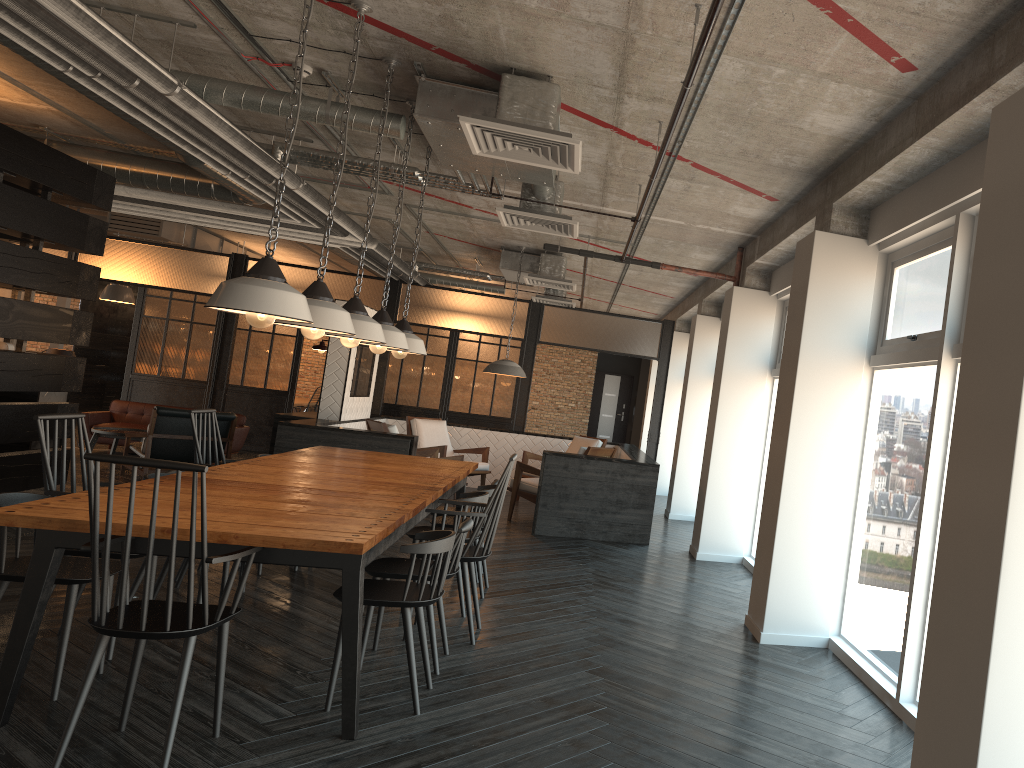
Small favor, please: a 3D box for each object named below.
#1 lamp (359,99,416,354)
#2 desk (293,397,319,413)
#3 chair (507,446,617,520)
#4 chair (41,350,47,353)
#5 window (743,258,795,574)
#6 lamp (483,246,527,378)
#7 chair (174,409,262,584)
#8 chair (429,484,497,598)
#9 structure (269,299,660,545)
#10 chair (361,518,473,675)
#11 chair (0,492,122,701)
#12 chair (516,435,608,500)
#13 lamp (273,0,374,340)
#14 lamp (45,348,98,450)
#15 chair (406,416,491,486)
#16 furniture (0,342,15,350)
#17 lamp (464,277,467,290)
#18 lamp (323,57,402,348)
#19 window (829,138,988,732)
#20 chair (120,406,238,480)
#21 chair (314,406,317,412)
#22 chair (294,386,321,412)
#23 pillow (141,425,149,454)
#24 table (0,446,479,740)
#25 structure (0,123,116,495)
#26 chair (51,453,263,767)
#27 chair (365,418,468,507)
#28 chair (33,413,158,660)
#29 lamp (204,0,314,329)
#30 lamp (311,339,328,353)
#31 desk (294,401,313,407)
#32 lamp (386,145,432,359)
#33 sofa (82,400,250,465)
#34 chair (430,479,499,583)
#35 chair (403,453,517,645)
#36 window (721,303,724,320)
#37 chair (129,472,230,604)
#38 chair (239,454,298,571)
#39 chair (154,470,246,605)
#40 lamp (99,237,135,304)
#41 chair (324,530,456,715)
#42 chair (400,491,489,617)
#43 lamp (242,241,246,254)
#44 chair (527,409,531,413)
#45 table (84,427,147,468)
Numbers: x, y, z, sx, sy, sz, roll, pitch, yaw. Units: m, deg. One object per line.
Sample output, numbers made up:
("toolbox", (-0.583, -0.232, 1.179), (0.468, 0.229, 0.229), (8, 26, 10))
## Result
("lamp", (-0.713, -1.045, 5.176), (0.347, 1.739, 0.385), (7, -2, 14))
("desk", (-3.848, 0.646, 15.098), (0.836, 0.721, 1.586), (8, -1, 0))
("chair", (0.559, 1.084, 9.138), (0.828, 0.908, 0.810), (7, -2, 30))
("chair", (-8.245, -0.101, 14.122), (0.739, 1.064, 0.661), (8, -2, -5))
("window", (2.414, 0.317, 7.038), (0.253, 2.877, 2.408), (8, -1, 4))
("lamp", (0.022, -0.873, 9.925), (0.514, 1.546, 0.505), (8, -2, 3))
("chair", (-1.762, 0.696, 5.215), (0.518, 1.034, 0.437), (8, -2, -6))
("chair", (-0.330, 1.033, 5.642), (0.471, 0.738, 0.356), (8, -2, -6))
("structure", (-0.366, 0.359, 9.849), (4.194, 2.117, 3.531), (8, -1, -6))
("chair", (-0.484, 1.009, 4.111), (0.491, 0.726, 0.356), (8, -2, -7))
("chair", (-1.846, 0.823, 3.304), (0.471, 0.738, 0.356), (8, -2, -6))
("chair", (0.653, 1.106, 10.745), (1.088, 0.907, 0.611), (9, -2, -44))
("lamp", (-0.807, -1.065, 3.882), (0.404, 1.739, 0.328), (9, -2, -17))
("lamp", (-5.405, 0.184, 10.275), (0.970, 1.180, 0.468), (9, -2, -44))
("chair", (-0.843, 0.910, 10.321), (0.814, 0.908, 0.821), (7, -2, 35))
("furniture", (-4.971, 0.173, 6.146), (1.999, 1.261, 0.554), (8, -2, -11))
("lamp", (-0.680, -1.281, 14.937), (0.308, 0.858, 3.301), (8, 0, 4))
("lamp", (-0.760, -1.055, 4.529), (0.362, 1.739, 0.370), (8, -2, 7))
("window", (2.218, 0.275, 4.329), (0.253, 2.877, 2.408), (8, -1, 4))
("chair", (-3.461, 0.618, 8.636), (0.870, 0.796, 0.864), (9, -1, -40))
("chair", (-3.383, 0.533, 15.224), (0.739, 1.064, 0.661), (8, -2, -5))
("chair", (-3.499, 0.508, 13.619), (0.739, 1.064, 0.661), (8, -2, -5))
("pillow", (-3.351, 0.578, 8.500), (0.786, 0.334, 0.216), (8, -1, -40))
("table", (-1.046, 0.907, 4.606), (1.234, 0.792, 3.625), (7, 0, 2))
("structure", (-6.897, -0.842, 3.661), (6.467, 2.744, 5.222), (7, -1, -6))
("chair", (-1.201, 0.754, 2.863), (0.471, 1.034, 0.482), (8, -2, 1))
("chair", (-1.046, 0.875, 8.807), (1.087, 0.907, 0.612), (8, -2, -35))
("chair", (-1.866, 0.674, 3.776), (0.518, 1.034, 0.437), (8, -2, -6))
("lamp", (-0.853, -1.075, 3.234), (0.314, 1.739, 0.417), (6, -3, 37))
("lamp", (-2.068, -0.419, 9.129), (0.264, 0.171, 0.165), (8, -1, -38))
("desk", (-3.963, 0.622, 13.512), (0.836, 0.721, 1.586), (8, -1, 0))
("lamp", (-0.667, -1.035, 5.822), (0.347, 1.739, 0.385), (7, -2, 14))
("sofa", (-4.294, 0.602, 10.376), (1.722, 0.638, 0.632), (8, -1, -11))
("chair", (-0.373, 1.036, 6.059), (0.491, 0.726, 0.356), (8, -2, -7))
("chair", (-0.301, 0.881, 4.647), (0.518, 1.034, 0.437), (8, -2, -6))
("window", (2.609, 0.359, 9.748), (0.253, 2.877, 2.408), (8, -1, 4))
("chair", (-1.684, 0.850, 4.299), (0.471, 0.738, 0.356), (8, -2, -6))
("chair", (-1.558, 0.875, 5.743), (0.471, 0.738, 0.356), (8, -2, -6))
("chair", (-1.732, 0.852, 4.762), (0.491, 0.726, 0.356), (8, -2, -7))
("lamp", (-5.996, -2.018, 12.885), (0.514, 1.504, 0.375), (10, -3, -42))
("chair", (-0.529, 0.994, 3.603), (0.471, 0.738, 0.356), (8, -2, -6))
("chair", (-0.424, 1.017, 5.136), (0.471, 0.738, 0.356), (8, -2, -6))
("lamp", (-4.000, -1.714, 14.184), (0.308, 0.858, 3.301), (8, 0, 4))
("chair", (-0.062, 0.966, 15.977), (0.739, 1.064, 0.661), (8, -2, -5))
("table", (-4.362, 0.719, 9.470), (0.767, 0.372, 0.660), (8, -1, -10))
